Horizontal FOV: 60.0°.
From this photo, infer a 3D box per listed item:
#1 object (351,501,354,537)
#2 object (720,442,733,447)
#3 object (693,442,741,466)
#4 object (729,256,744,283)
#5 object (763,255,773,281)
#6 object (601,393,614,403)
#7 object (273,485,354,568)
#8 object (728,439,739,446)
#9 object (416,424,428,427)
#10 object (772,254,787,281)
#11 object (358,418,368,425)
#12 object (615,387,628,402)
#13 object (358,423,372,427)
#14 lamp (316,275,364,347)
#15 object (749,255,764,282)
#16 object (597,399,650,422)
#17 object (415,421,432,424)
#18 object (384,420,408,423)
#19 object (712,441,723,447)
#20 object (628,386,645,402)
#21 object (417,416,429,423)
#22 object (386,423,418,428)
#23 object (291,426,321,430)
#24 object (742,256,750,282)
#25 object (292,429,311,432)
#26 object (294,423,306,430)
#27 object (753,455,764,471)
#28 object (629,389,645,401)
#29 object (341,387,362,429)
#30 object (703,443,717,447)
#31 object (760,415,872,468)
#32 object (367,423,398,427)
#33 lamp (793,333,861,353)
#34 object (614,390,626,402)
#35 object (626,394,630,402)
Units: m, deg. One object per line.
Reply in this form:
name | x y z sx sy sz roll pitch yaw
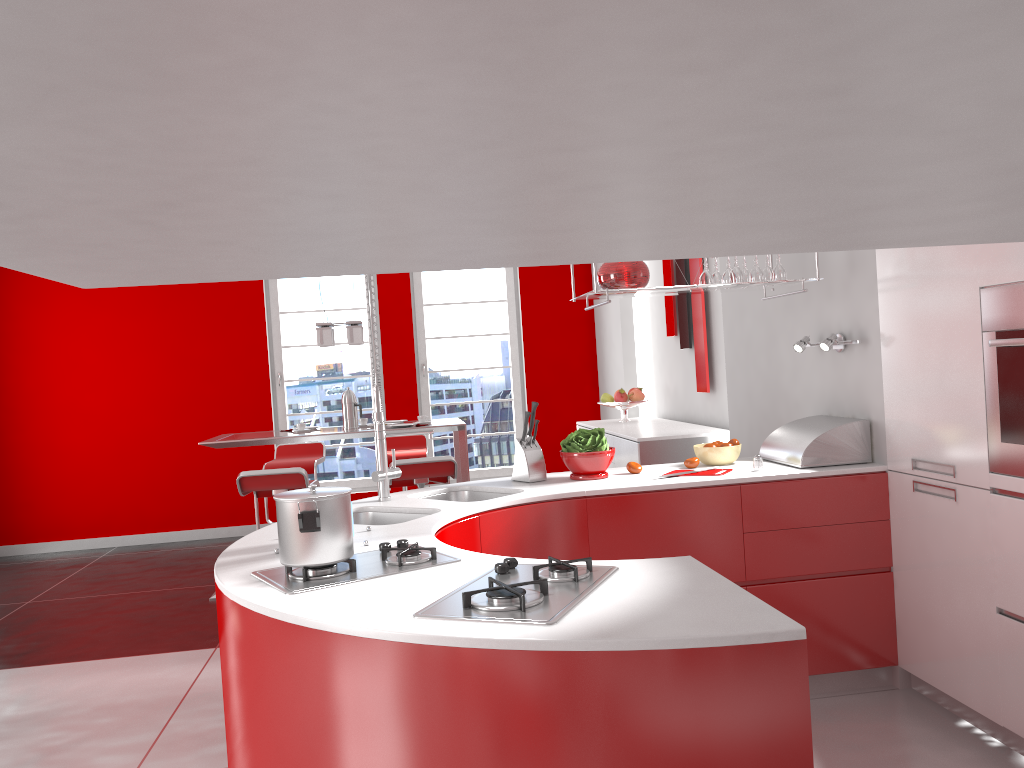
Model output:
object | -0.489 0.392 2.541 0.080 0.100 0.109 -4 1 -34
object | 0.916 0.274 3.788 0.066 0.049 0.062 -4 1 -11
object | 0.888 0.306 3.829 0.201 0.086 0.201 -4 1 -6
object | 0.922 -0.473 3.650 0.060 0.141 0.060 -4 1 -7
object | 1.081 -0.486 3.750 0.060 0.141 0.060 -4 1 -7
object | 0.730 0.111 6.768 0.100 0.086 0.083 -3 2 42
object | -0.483 0.339 2.175 0.218 0.185 0.189 -2 2 45
object | 0.954 0.266 3.836 0.055 0.058 0.066 -4 1 -22
object | -0.596 0.272 5.915 0.095 0.012 0.234 -4 1 -7
object | 1.103 -0.485 3.666 0.060 0.141 0.060 -4 1 -7
object | -1.056 0.269 6.272 0.078 0.049 0.062 -3 1 33
object | 0.814 0.088 6.673 0.097 0.133 0.117 -4 1 -18
object | -1.048 0.292 6.269 0.119 0.016 0.119 -4 1 -10
lamp | -1.208 -0.777 6.095 0.304 1.025 0.304 -4 1 -7
object | 1.015 -0.480 3.686 0.060 0.141 0.060 -4 1 -7
object | 0.852 0.208 6.762 0.398 0.159 0.398 -3 2 42
object | -0.617 0.268 6.107 0.119 0.016 0.119 -3 1 12
object | -0.860 0.276 6.411 0.217 0.015 0.217 -4 1 -32
object | 0.894 0.274 3.846 0.065 0.052 0.062 -4 1 -23
object | 0.941 0.076 6.808 0.117 0.129 0.150 -3 2 40
object | -0.611 0.244 6.107 0.078 0.049 0.062 -4 1 -8
object | -0.734 0.279 5.904 0.217 0.015 0.217 -3 1 29
object | -1.469 0.317 6.325 0.217 0.015 0.217 -3 1 17
object | 0.994 -0.481 3.788 0.060 0.141 0.060 -4 1 -30
object | -1.450 0.321 6.112 0.119 0.016 0.119 -4 1 -27
object | -1.459 0.298 6.114 0.078 0.049 0.062 -3 1 15
object | 0.981 0.314 3.536 0.043 0.066 0.042 -4 1 6
object | 0.946 0.086 6.680 0.121 0.101 0.097 -4 1 -29
object | -1.099 0.162 6.097 0.149 0.287 0.113 -4 1 1
object | 0.850 0.278 3.799 0.066 0.049 0.062 -4 1 1
object | 1.258 0.234 3.720 0.300 0.170 0.400 -4 1 -7
object | -0.892 0.285 6.113 0.217 0.015 0.217 -3 1 30
lamp | 1.315 -0.169 3.739 0.155 0.081 0.454 -4 1 -7
object | 0.836 0.094 6.868 0.096 0.105 0.117 -3 1 22
object | 0.859 0.116 6.785 0.086 0.079 0.084 -3 1 21
